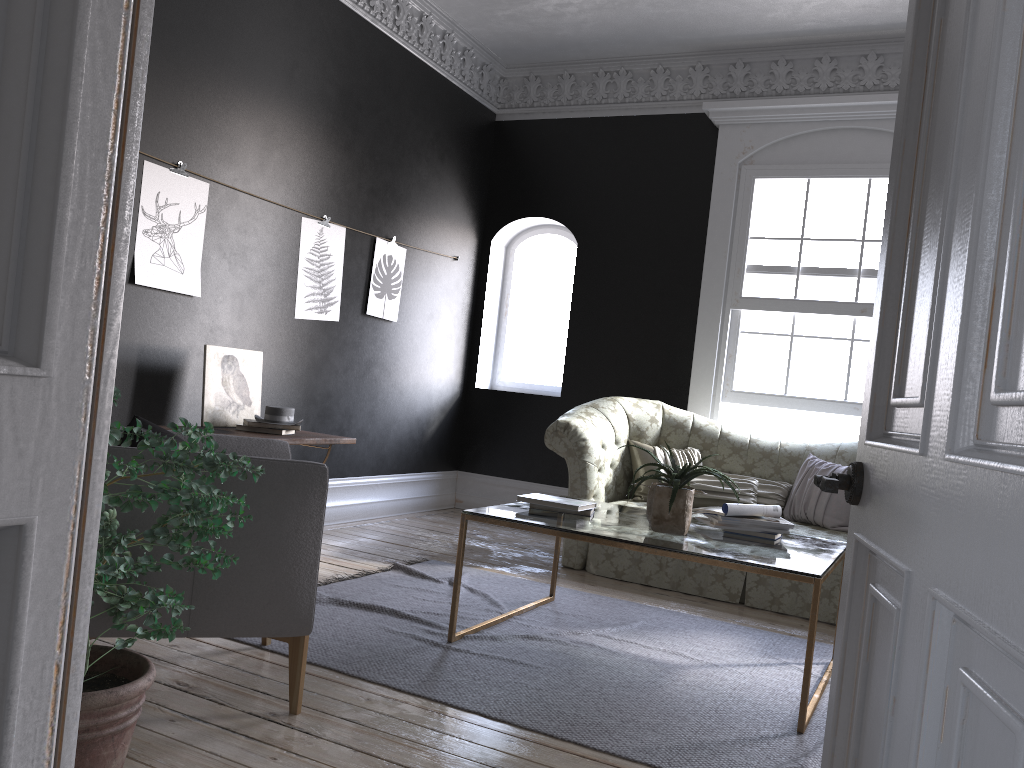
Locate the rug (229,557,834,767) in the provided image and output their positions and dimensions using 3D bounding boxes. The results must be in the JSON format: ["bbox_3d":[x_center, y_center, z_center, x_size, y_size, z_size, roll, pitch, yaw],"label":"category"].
[{"bbox_3d":[0.589,1.168,3.750,3.641,0.050,2.107,6,-1,27],"label":"rug"}]

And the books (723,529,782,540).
[{"bbox_3d":[1.083,0.662,3.986,0.231,0.023,0.163,6,0,27],"label":"books"}]

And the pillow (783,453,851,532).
[{"bbox_3d":[2.190,0.711,5.544,0.963,0.461,0.405,6,0,34],"label":"pillow"}]

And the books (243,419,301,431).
[{"bbox_3d":[-1.325,0.224,4.897,0.290,0.030,0.193,7,0,-23],"label":"books"}]

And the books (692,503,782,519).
[{"bbox_3d":[1.002,0.580,4.013,0.322,0.109,0.272,7,0,-29],"label":"books"}]

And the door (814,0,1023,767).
[{"bbox_3d":[0.563,-0.035,1.128,0.216,2.374,1.098,6,1,14],"label":"door"}]

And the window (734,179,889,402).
[{"bbox_3d":[2.331,-0.701,6.558,1.262,1.672,0.056,6,1,26],"label":"window"}]

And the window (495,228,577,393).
[{"bbox_3d":[0.281,-0.672,8.013,0.739,1.457,0.112,7,1,26],"label":"window"}]

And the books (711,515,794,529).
[{"bbox_3d":[1.067,0.611,3.991,0.318,0.011,0.252,6,0,-2],"label":"books"}]

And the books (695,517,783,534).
[{"bbox_3d":[1.023,0.638,4.010,0.318,0.011,0.252,6,0,-7],"label":"books"}]

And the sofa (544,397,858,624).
[{"bbox_3d":[1.737,0.773,5.816,2.810,1.161,1.607,6,0,27],"label":"sofa"}]

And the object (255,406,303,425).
[{"bbox_3d":[-1.285,0.170,4.898,0.258,0.087,0.328,6,0,-8],"label":"object"}]

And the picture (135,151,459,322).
[{"bbox_3d":[-1.475,-0.824,5.529,0.057,0.771,4.461,7,0,26],"label":"picture"}]

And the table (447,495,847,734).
[{"bbox_3d":[0.643,0.907,3.903,1.447,0.558,1.093,6,0,26],"label":"table"}]

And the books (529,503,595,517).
[{"bbox_3d":[0.232,0.568,4.094,0.289,0.030,0.193,6,0,10],"label":"books"}]

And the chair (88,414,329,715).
[{"bbox_3d":[-1.099,0.562,2.973,0.770,0.863,0.818,6,0,-23],"label":"chair"}]

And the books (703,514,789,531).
[{"bbox_3d":[1.053,0.620,4.005,0.318,0.011,0.252,6,0,-2],"label":"books"}]

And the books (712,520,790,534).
[{"bbox_3d":[1.067,0.632,4.000,0.318,0.011,0.252,6,0,8],"label":"books"}]

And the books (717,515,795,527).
[{"bbox_3d":[1.075,0.601,3.986,0.318,0.011,0.252,6,0,3],"label":"books"}]

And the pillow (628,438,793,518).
[{"bbox_3d":[1.286,0.636,5.964,1.104,0.416,0.529,6,0,26],"label":"pillow"}]

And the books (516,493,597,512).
[{"bbox_3d":[0.203,0.537,4.037,0.307,0.024,0.220,6,0,26],"label":"books"}]

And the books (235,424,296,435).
[{"bbox_3d":[-1.358,0.250,4.895,0.268,0.029,0.203,6,0,6],"label":"books"}]
